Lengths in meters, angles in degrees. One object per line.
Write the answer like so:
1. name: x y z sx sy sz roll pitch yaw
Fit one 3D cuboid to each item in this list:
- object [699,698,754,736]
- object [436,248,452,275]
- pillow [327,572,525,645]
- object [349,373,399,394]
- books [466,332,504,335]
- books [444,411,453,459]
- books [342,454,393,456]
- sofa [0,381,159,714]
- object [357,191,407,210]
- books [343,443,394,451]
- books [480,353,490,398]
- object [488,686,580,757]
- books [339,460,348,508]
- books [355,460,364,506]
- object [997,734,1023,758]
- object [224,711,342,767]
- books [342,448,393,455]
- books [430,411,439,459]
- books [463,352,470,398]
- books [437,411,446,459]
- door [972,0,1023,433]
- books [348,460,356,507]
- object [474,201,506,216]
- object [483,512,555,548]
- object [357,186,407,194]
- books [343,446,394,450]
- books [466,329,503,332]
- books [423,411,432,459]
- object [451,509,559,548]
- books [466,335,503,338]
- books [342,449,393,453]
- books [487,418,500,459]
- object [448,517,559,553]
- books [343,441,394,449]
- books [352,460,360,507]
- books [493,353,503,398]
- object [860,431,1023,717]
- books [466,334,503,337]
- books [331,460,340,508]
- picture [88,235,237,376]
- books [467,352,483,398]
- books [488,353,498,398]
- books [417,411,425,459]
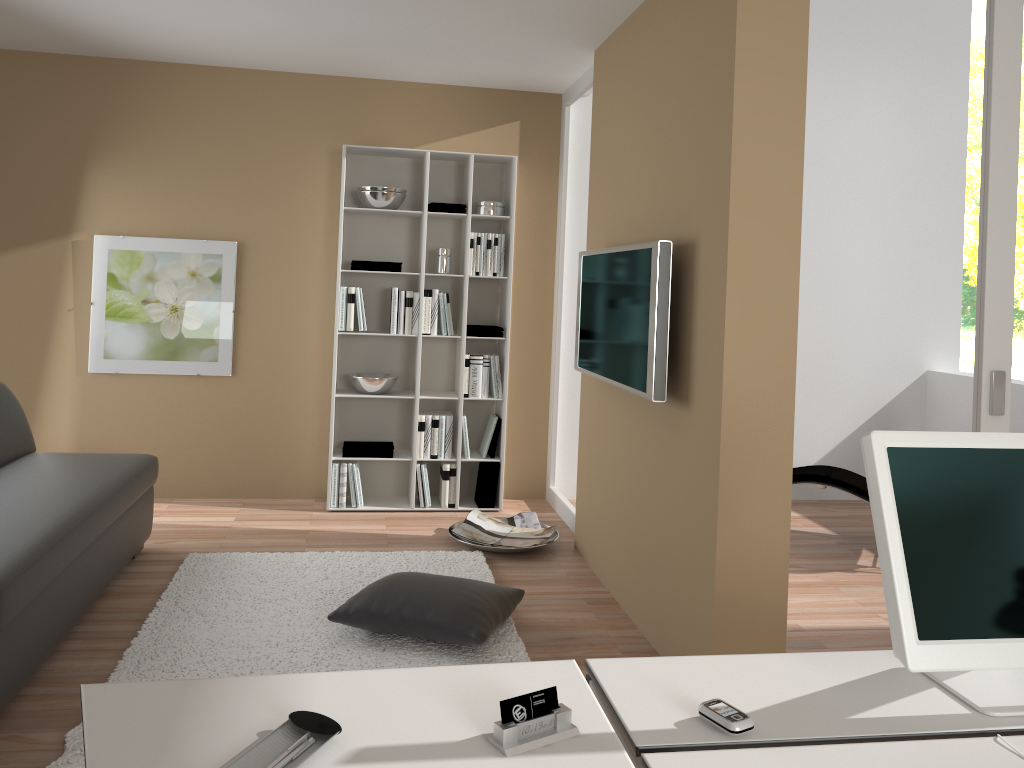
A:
1. object: 0.325 0.505 1.336 0.047 0.021 0.084 -1 6 -30
2. object: -0.414 -0.747 5.354 0.093 0.162 0.093 2 1 5
3. pillow: -0.312 0.852 3.385 0.610 0.209 0.583 4 6 16
4. object: -0.839 0.001 5.330 0.299 0.106 0.300 -3 8 -44
5. books: -0.182 -0.318 5.451 0.210 0.007 0.299 1 6 -11
6. books: -0.393 0.308 5.363 0.040 0.258 0.208 3 2 -10
7. books: -0.868 0.411 5.301 0.297 0.006 0.211 1 6 -10
8. sofa: -2.019 0.489 3.212 0.950 0.833 2.271 2 5 -10
9. object: -0.792 -1.103 5.347 0.299 0.106 0.300 -3 8 -44
10. books: -0.867 0.377 5.305 0.297 0.008 0.211 1 6 -10
11. books: -0.173 -0.055 5.414 0.040 0.258 0.208 3 2 -10
12. object: 0.035 0.487 1.281 0.130 0.055 0.049 -1 4 -34
13. books: -1.005 0.583 5.251 0.040 0.258 0.208 3 2 -10
14. books: -0.915 0.582 5.280 0.058 0.258 0.208 3 2 -10
15. object: 0.828 0.566 1.173 0.455 0.080 0.390 1 6 -15
16. object: -0.319 0.497 1.170 0.090 0.030 0.216 4 6 20
17. books: -0.870 0.405 5.301 0.297 0.007 0.211 1 6 -11
18. books: -0.476 0.306 5.348 0.040 0.258 0.208 3 2 -10
19. books: -0.293 -0.057 5.384 0.040 0.258 0.208 3 2 -10
20. books: -0.436 0.307 5.356 0.040 0.258 0.208 3 2 -9
21. door: 2.252 -0.225 3.223 1.187 2.650 0.060 2 -1 -10
22. books: -0.956 0.582 5.262 0.060 0.260 0.208 3 2 -10
23. object: -0.137 -1.077 5.441 0.191 0.090 0.192 5 6 32
24. object: 0.004 0.791 4.675 0.342 0.096 0.502 1 6 -10
25. object: -0.791 -1.130 5.348 0.299 0.106 0.300 -3 8 -44
26. books: -0.863 0.372 5.301 0.297 0.007 0.211 1 6 -10
27. books: -0.182 -0.335 5.449 0.210 0.006 0.299 1 6 -8
28. books: -0.517 0.305 5.344 0.040 0.258 0.208 3 2 -10
29. object: -0.042 0.779 4.652 0.500 0.096 0.344 5 6 20
30. books: -0.184 -0.301 5.449 0.210 0.007 0.299 1 6 -10
31. books: -0.867 0.388 5.300 0.297 0.006 0.211 2 6 -8
32. books: -0.118 0.321 5.436 0.043 0.238 0.212 3 2 -9
33. object: -0.046 0.810 4.637 0.584 0.063 0.588 -2 7 -34
34. books: -0.862 0.367 5.303 0.297 0.006 0.211 1 6 -10
35. books: -0.930 0.585 5.262 0.058 0.258 0.208 3 2 -9
36. books: -0.096 -0.053 5.422 0.060 0.260 0.208 3 2 -10
37. object: 0.847 0.307 1.519 0.466 0.432 0.197 2 0 -10
38. books: -0.182 -0.306 5.448 0.210 0.006 0.299 1 6 -10
39. books: -1.052 0.582 5.249 0.040 0.258 0.208 3 2 -9
40. picture: -2.087 -0.465 5.270 0.815 0.817 0.019 2 -1 -10
41. books: -0.231 -0.055 5.390 0.076 0.258 0.208 2 2 -9
42. books: -0.121 -0.054 5.419 0.060 0.260 0.208 3 2 -9
43. books: -0.557 0.305 5.330 0.040 0.258 0.208 3 2 -10
